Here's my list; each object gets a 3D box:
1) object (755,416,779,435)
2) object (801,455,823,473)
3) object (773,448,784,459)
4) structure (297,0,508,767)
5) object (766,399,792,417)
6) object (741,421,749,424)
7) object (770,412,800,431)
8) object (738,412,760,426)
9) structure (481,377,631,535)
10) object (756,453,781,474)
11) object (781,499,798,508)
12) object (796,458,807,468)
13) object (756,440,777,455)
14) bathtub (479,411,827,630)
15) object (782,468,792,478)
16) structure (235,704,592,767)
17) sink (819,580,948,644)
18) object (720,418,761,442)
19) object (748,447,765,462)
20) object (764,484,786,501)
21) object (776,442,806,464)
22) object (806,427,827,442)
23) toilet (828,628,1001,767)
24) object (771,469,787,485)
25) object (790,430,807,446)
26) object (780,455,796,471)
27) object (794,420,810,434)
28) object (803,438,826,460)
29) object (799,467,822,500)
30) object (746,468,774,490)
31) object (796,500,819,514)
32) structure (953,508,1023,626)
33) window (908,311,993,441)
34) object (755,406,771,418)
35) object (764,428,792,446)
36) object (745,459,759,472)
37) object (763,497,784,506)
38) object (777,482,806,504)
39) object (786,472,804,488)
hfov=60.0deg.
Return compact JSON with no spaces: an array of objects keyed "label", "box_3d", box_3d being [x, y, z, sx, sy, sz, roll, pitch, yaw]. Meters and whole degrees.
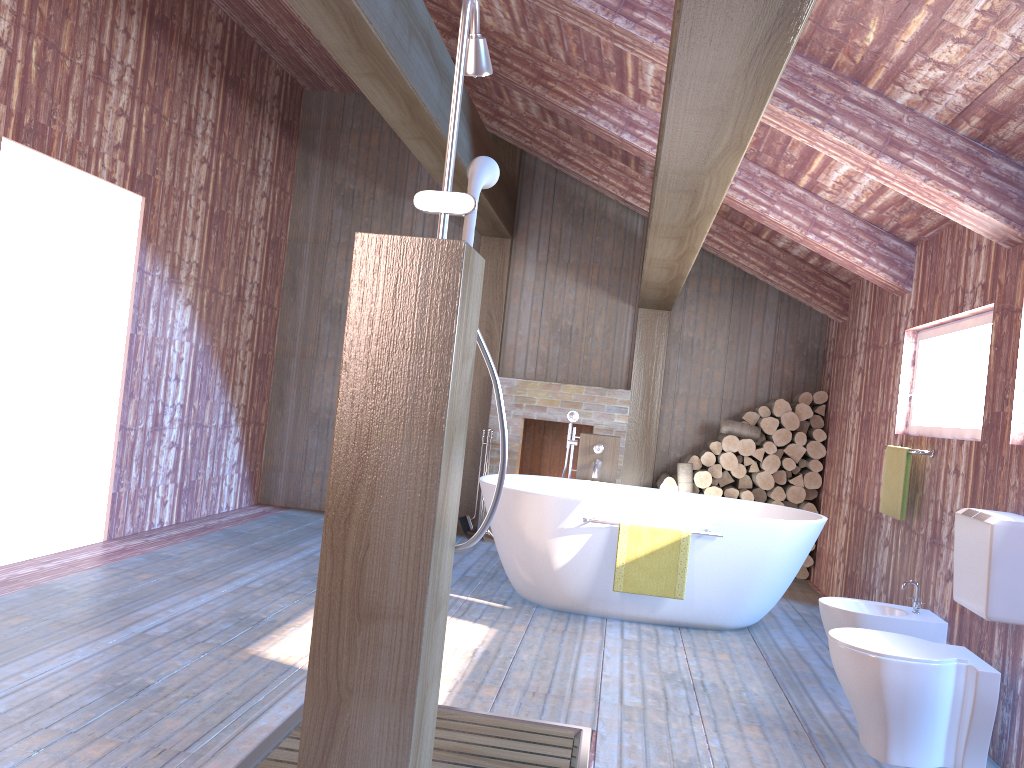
[{"label":"object","box_3d":[1.980,0.317,6.936,0.139,0.148,0.458,6,-1,8]},{"label":"object","box_3d":[2.311,0.617,6.866,0.102,0.109,0.438,6,-1,8]},{"label":"object","box_3d":[2.045,0.539,6.881,0.095,0.090,0.278,6,-1,9]},{"label":"structure","box_3d":[-0.206,0.063,2.191,0.328,2.209,0.522,6,-1,28]},{"label":"object","box_3d":[2.080,0.188,6.927,0.135,0.139,0.456,6,-1,9]},{"label":"object","box_3d":[1.814,0.359,7.034,0.113,0.130,0.291,6,-1,9]},{"label":"object","box_3d":[2.119,0.284,6.902,0.141,0.143,0.437,6,-1,6]},{"label":"object","box_3d":[1.876,0.280,7.029,0.140,0.121,0.319,6,-1,9]},{"label":"structure","box_3d":[0.347,0.652,7.294,1.130,1.330,0.226,6,-1,7]},{"label":"object","box_3d":[1.988,0.615,6.908,0.136,0.157,0.439,6,-1,8]},{"label":"object","box_3d":[2.151,0.958,6.977,0.118,0.106,0.319,6,-1,5]},{"label":"object","box_3d":[2.255,0.613,6.918,0.088,0.092,0.280,6,-1,8]},{"label":"object","box_3d":[1.979,0.485,6.909,0.102,0.109,0.438,6,-1,8]},{"label":"bathtub","box_3d":[0.763,0.760,5.152,1.935,1.109,1.460,6,-1,29]},{"label":"object","box_3d":[2.119,0.691,6.875,0.065,0.069,0.177,6,-1,7]},{"label":"structure","box_3d":[-0.274,1.184,2.715,1.000,0.067,1.000,6,-1,7]},{"label":"sink","box_3d":[1.644,1.128,4.007,0.515,0.517,0.335,6,-1,8]},{"label":"object","box_3d":[1.763,0.355,6.841,0.302,0.157,0.121,6,-1,8]},{"label":"object","box_3d":[1.883,0.546,6.919,0.109,0.124,0.424,6,-1,7]},{"label":"object","box_3d":[2.033,0.836,6.870,0.114,0.113,0.301,6,-1,5]},{"label":"object","box_3d":[2.164,0.531,6.917,0.172,0.151,0.482,6,-1,9]},{"label":"object","box_3d":[2.339,0.387,6.869,0.102,0.109,0.438,6,-1,8]},{"label":"toilet","box_3d":[1.418,1.152,3.244,0.534,0.400,0.375,6,-1,8]},{"label":"object","box_3d":[2.048,0.709,6.883,0.111,0.118,0.302,6,-1,7]},{"label":"object","box_3d":[2.204,0.417,6.884,0.089,0.106,0.437,6,-1,9]},{"label":"object","box_3d":[2.117,0.607,6.890,0.102,0.109,0.438,6,-1,8]},{"label":"object","box_3d":[2.248,0.339,6.984,0.132,0.119,0.319,6,-1,9]},{"label":"object","box_3d":[2.315,0.498,6.873,0.147,0.152,0.439,6,-1,8]},{"label":"object","box_3d":[2.284,0.782,6.875,0.137,0.256,0.439,6,-1,8]},{"label":"object","box_3d":[1.932,0.734,6.911,0.141,0.143,0.437,6,-1,6]},{"label":"object","box_3d":[2.255,0.966,6.884,0.139,0.137,0.455,6,-1,6]},{"label":"structure","box_3d":[1.746,0.649,3.211,0.182,0.363,0.358,6,-1,8]},{"label":"window","box_3d":[2.161,-0.022,4.307,0.054,0.587,1.255,6,-1,8]},{"label":"object","box_3d":[1.955,0.215,6.913,0.094,0.097,0.227,6,-1,8]},{"label":"object","box_3d":[2.066,0.415,6.904,0.143,0.151,0.440,6,-1,8]},{"label":"object","box_3d":[1.879,0.637,6.925,0.085,0.096,0.280,6,-1,8]},{"label":"object","box_3d":[2.023,0.943,6.864,0.116,0.117,0.289,6,-1,5]},{"label":"object","box_3d":[2.163,0.840,6.886,0.137,0.133,0.437,6,-1,6]},{"label":"object","box_3d":[2.175,0.724,6.881,0.115,0.112,0.423,6,-1,8]}]
